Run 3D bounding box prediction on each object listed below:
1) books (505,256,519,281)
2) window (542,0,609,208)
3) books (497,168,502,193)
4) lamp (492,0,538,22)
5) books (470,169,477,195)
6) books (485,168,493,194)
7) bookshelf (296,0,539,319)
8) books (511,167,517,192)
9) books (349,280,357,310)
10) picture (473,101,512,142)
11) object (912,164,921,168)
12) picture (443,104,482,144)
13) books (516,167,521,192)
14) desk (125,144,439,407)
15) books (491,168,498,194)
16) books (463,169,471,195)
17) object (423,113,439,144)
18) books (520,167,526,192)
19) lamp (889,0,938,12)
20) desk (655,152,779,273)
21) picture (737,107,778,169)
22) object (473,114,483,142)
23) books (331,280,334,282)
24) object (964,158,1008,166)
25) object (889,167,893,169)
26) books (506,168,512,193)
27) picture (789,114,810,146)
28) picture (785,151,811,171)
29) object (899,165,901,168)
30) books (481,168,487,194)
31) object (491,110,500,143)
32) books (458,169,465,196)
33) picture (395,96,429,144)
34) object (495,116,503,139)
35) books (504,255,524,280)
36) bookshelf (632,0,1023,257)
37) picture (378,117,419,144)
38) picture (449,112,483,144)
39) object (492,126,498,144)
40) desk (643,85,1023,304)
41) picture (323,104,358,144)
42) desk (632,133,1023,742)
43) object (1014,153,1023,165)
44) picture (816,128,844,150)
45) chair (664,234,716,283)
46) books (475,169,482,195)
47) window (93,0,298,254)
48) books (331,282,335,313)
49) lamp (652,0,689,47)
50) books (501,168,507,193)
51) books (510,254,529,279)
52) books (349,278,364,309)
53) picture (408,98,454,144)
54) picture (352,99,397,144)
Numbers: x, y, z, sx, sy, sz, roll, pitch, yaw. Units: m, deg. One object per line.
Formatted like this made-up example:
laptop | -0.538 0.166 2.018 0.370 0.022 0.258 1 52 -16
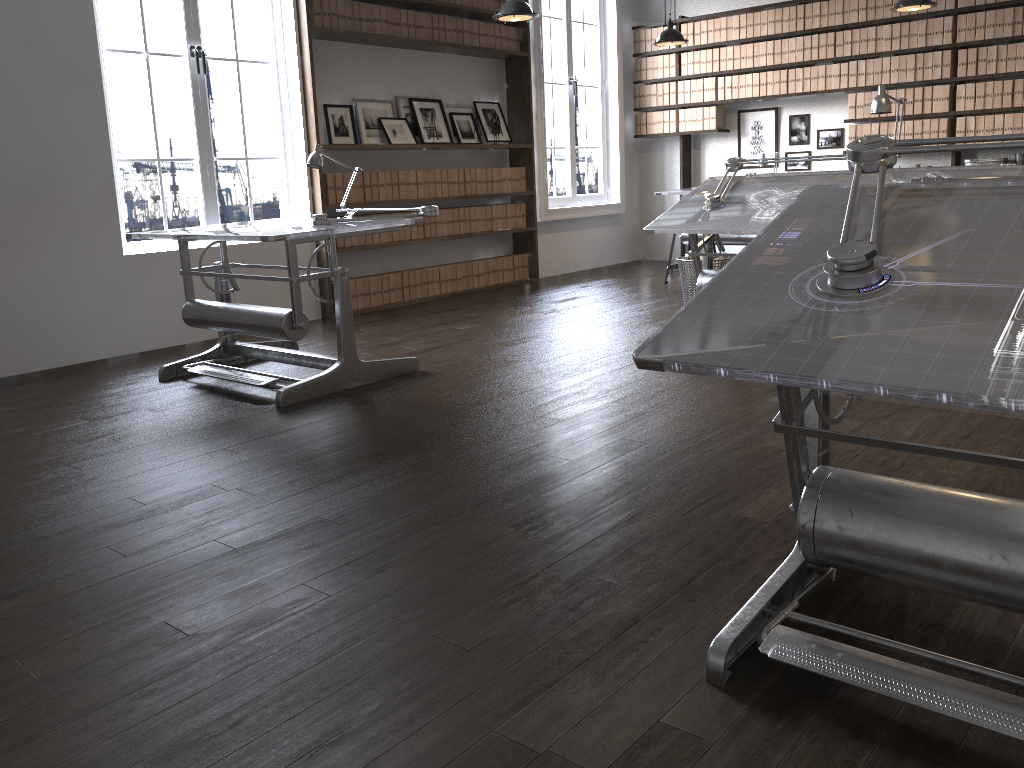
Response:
books | -0.026 -1.078 8.240 0.175 0.224 0.067 7 14 40
window | 0.564 -2.886 8.679 0.153 2.288 1.253 6 14 39
books | -0.176 -1.826 7.967 0.175 0.223 0.067 7 14 40
lamp | -0.026 -3.558 5.759 0.311 2.232 0.315 1 11 20
books | -0.400 -1.756 7.708 0.175 0.223 0.067 7 14 40
books | -0.263 -1.799 7.867 0.175 0.223 0.067 7 14 40
bookshelf | -0.742 -1.856 7.343 0.414 3.689 2.490 6 14 39
books | -0.048 -1.867 8.117 0.175 0.223 0.067 7 14 40
books | -1.274 -0.682 6.778 0.175 0.224 0.067 7 14 40
picture | -0.172 -2.359 7.972 0.161 0.361 0.345 7 15 39
object | 3.523 -1.835 7.731 0.107 0.160 0.238 -1 12 6
picture | -0.440 -2.249 7.707 0.095 0.358 0.437 6 15 39
books | -0.005 -1.881 8.171 0.175 0.223 0.067 7 14 40
desk | -1.119 -0.643 4.600 1.272 1.178 1.179 7 15 39
books | -0.215 -1.812 7.914 0.175 0.224 0.067 7 14 40
books | -0.443 -1.740 7.648 0.175 0.224 0.067 7 14 40
object | -0.658 -2.066 7.173 0.040 0.258 0.175 6 14 39
books | 0.042 -1.894 8.215 0.175 0.224 0.067 7 14 40
lamp | 2.788 -3.752 6.061 0.311 2.232 0.315 1 11 20
desk | 2.172 -1.623 8.371 1.273 1.088 1.078 8 15 39
picture | 2.425 -2.421 8.741 0.416 0.569 0.040 7 14 40
object | -0.298 -2.184 7.615 0.040 0.258 0.125 6 14 39
books | -1.322 -0.668 6.728 0.175 0.223 0.067 7 14 40
object | 3.947 -1.801 7.384 0.318 0.151 0.194 8 16 39
object | 3.364 -1.887 7.934 0.094 0.127 0.095 -6 12 -19
books | -0.090 -1.852 8.062 0.175 0.224 0.067 7 14 40
picture | 2.750 -2.431 8.474 0.202 0.282 0.022 7 14 39
picture | 2.754 -2.146 8.531 0.252 0.182 0.023 8 15 40
object | 3.429 -1.877 7.848 0.004 0.132 0.030 -8 12 -27
books | -0.308 -1.784 7.814 0.175 0.223 0.067 7 14 40
object | -0.144 -2.257 7.806 0.040 0.301 0.119 6 14 39
books | -0.495 -1.725 7.596 0.175 0.223 0.067 7 14 40
picture | -0.788 -2.164 7.300 0.091 0.402 0.372 6 15 39
object | -0.120 -2.254 7.880 0.040 0.259 0.111 6 14 39
books | 0.017 -1.094 8.299 0.175 0.223 0.067 7 14 40
bookshelf | 4.942 -1.678 6.636 9.205 3.177 0.376 8 15 39
picture | -0.904 -2.009 7.054 0.145 0.227 0.302 7 15 39
picture | -0.399 -2.214 7.696 0.127 0.288 0.291 6 15 39
object | -0.152 -2.174 7.751 0.040 0.164 0.067 6 14 39
desk | 1.830 -0.992 5.106 2.287 1.374 1.084 8 15 39
picture | -1.300 -1.962 6.729 0.058 0.312 0.268 6 14 39
desk | 1.354 -0.108 1.417 2.075 1.374 1.084 8 15 39
object | 4.182 -1.803 7.298 0.079 0.186 0.079 1 11 19
picture | 2.982 -2.298 8.301 0.252 0.182 0.023 8 15 40
chair | 1.565 -1.132 7.652 0.360 0.523 0.373 -12 15 -40
books | -0.350 -1.770 7.758 0.175 0.223 0.067 7 14 40
window | -2.066 -2.085 5.784 0.153 2.474 1.493 6 14 39
books | -1.369 -0.654 6.677 0.175 0.223 0.067 7 14 40
lamp | 1.292 -3.975 7.297 0.311 2.232 0.315 1 11 20
books | -0.134 -1.839 8.013 0.175 0.223 0.067 7 14 40
books | 0.068 -1.109 8.354 0.175 0.223 0.067 7 14 40
books | -1.229 -0.697 6.834 0.175 0.223 0.067 7 14 40
picture | -0.667 -2.176 7.362 0.149 0.388 0.376 6 15 39
picture | -1.059 -2.056 6.979 0.083 0.362 0.418 6 15 39
